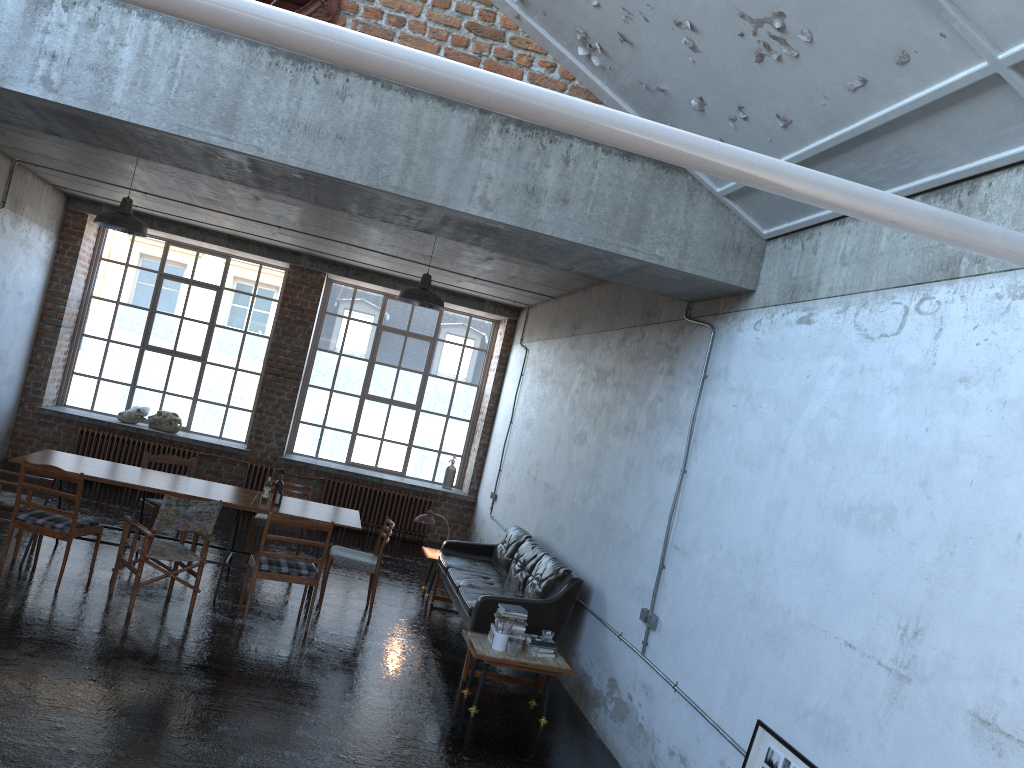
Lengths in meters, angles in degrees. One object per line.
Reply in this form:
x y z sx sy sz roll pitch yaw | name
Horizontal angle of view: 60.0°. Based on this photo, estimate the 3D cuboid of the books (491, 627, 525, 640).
-0.034 1.987 7.084 0.255 0.014 0.192 13 -2 -8 | books

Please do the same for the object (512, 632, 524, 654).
0.037 2.016 6.896 0.087 0.155 0.087 14 -2 -38 | object

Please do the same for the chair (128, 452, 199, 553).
-3.654 1.306 9.468 0.509 1.028 0.573 11 -2 43 | chair

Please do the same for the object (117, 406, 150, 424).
-5.681 0.458 13.313 0.281 0.281 0.575 12 -2 15 | object

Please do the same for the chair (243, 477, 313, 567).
-2.585 1.578 9.847 0.589 0.971 0.577 13 -2 -11 | chair

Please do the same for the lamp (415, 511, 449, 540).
-0.917 1.732 10.337 0.496 0.492 0.220 13 -2 -19 | lamp

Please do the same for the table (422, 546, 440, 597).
-0.680 2.270 10.408 0.811 0.458 0.649 13 -2 -11 | table

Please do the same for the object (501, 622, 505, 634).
-0.078 1.946 6.931 0.009 0.167 0.061 13 -2 1 | object

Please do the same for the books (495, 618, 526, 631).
-0.015 1.923 7.089 0.224 0.021 0.158 13 -2 -11 | books

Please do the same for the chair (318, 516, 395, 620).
-1.548 1.783 8.811 0.577 0.971 0.589 13 -2 -11 | chair

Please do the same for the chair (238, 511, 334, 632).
-2.015 1.631 7.871 0.573 1.028 0.509 14 -2 -22 | chair

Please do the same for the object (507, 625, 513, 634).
-0.037 1.952 6.901 0.062 0.169 0.009 13 -2 -11 | object

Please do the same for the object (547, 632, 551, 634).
0.283 2.003 7.065 0.081 0.060 0.065 14 -2 -29 | object

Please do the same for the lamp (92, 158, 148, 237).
-3.651 -1.912 8.508 0.502 0.891 0.502 13 -2 -7 | lamp

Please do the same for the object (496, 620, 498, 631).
-0.118 1.945 6.909 0.046 0.202 0.023 12 -2 25 | object

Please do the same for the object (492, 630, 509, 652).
-0.090 1.997 6.887 0.110 0.137 0.110 13 -2 -11 | object

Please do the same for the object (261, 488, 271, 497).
-2.414 1.051 8.734 0.077 0.173 0.077 14 -2 -25 | object

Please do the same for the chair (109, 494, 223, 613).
-2.946 1.395 7.549 0.574 1.031 0.713 14 -2 -41 | chair

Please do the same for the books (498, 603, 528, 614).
0.006 1.797 7.096 0.201 0.024 0.159 14 -2 -21 | books

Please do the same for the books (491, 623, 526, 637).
-0.031 1.966 7.086 0.245 0.028 0.193 13 -2 -16 | books

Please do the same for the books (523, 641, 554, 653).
0.207 2.093 7.078 0.166 0.024 0.227 14 -2 -32 | books

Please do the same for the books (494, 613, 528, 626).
-0.011 1.881 7.084 0.244 0.019 0.174 13 -2 -11 | books

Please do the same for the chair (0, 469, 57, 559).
-4.693 1.016 8.172 0.713 1.031 0.574 13 -2 -11 | chair

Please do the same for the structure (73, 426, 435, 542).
-3.783 1.529 13.265 5.349 0.713 0.232 13 -2 -11 | structure

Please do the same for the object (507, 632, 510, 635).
-0.059 1.981 6.881 0.068 0.159 0.009 13 -2 2 | object

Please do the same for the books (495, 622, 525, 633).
-0.017 1.943 7.084 0.221 0.023 0.147 13 -2 -12 | books

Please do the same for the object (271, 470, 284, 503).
-2.281 1.000 8.683 0.075 0.324 0.075 12 -2 14 | object

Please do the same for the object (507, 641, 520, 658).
0.005 2.033 6.784 0.092 0.099 0.092 14 -2 -33 | object

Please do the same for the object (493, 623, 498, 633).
-0.104 1.957 6.897 0.137 0.190 0.009 13 -2 -8 | object

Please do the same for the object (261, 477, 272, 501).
-2.379 1.019 8.623 0.070 0.235 0.041 13 -2 -11 | object

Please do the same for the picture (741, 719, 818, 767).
1.224 2.248 4.225 0.135 0.994 0.889 13 -2 -11 | picture

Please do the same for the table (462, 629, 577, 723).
-0.006 2.319 6.979 0.811 0.458 0.649 13 -2 -11 | table

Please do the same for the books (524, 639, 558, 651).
0.225 2.073 7.083 0.243 0.024 0.175 13 -2 -15 | books

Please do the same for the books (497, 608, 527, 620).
0.002 1.840 7.097 0.209 0.023 0.167 13 -2 -17 | books

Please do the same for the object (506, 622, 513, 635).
-0.038 1.944 6.914 0.052 0.185 0.009 13 -2 -9 | object

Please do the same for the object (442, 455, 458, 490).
-0.988 1.419 14.290 0.172 0.551 0.172 12 -2 33 | object

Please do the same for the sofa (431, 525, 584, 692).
-0.156 2.026 8.748 0.929 1.045 2.610 13 -2 -11 | sofa

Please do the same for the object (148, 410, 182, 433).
-5.238 0.548 13.337 0.418 0.305 0.625 14 -2 -37 | object

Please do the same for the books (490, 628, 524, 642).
-0.045 2.004 7.066 0.249 0.023 0.175 13 -2 -10 | books

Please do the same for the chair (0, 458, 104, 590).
-3.903 1.192 7.613 0.573 1.028 0.509 13 -2 8 | chair

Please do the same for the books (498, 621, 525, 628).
-0.010 1.902 7.084 0.205 0.022 0.155 13 -2 -16 | books

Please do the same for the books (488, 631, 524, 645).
-0.050 2.026 7.066 0.249 0.023 0.175 13 -2 -15 | books

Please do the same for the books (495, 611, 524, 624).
-0.014 1.858 7.083 0.231 0.023 0.162 13 -2 5 | books

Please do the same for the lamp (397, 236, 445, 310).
-0.834 -1.253 9.071 0.502 0.891 0.502 13 -2 -7 | lamp

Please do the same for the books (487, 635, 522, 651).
-0.059 2.057 7.065 0.248 0.043 0.192 13 -2 -11 | books

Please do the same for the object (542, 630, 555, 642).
0.282 2.008 7.063 0.103 0.068 0.103 14 -2 -38 | object

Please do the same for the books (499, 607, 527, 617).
0.009 1.819 7.087 0.205 0.020 0.155 13 -2 -11 | books

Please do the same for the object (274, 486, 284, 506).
-2.245 1.079 8.562 0.051 0.180 0.097 14 -2 -39 | object

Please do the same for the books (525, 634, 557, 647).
0.223 2.045 7.076 0.225 0.029 0.179 13 -2 -19 | books

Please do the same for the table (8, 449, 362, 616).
-3.102 1.446 8.529 3.112 0.917 1.067 13 -2 -11 | table

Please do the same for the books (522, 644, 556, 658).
0.210 2.123 7.074 0.179 0.034 0.243 14 -2 -28 | books

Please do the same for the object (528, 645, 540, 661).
0.160 2.070 6.815 0.092 0.099 0.092 14 -2 -33 | object

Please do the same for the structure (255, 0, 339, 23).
-1.527 -2.686 5.409 1.058 1.096 0.808 13 -2 -11 | structure

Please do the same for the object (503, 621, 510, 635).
-0.059 1.959 6.928 0.023 0.204 0.037 12 -2 28 | object

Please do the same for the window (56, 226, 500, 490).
0.079 2.185 15.220 19.864 12.900 0.747 13 -2 -11 | window
